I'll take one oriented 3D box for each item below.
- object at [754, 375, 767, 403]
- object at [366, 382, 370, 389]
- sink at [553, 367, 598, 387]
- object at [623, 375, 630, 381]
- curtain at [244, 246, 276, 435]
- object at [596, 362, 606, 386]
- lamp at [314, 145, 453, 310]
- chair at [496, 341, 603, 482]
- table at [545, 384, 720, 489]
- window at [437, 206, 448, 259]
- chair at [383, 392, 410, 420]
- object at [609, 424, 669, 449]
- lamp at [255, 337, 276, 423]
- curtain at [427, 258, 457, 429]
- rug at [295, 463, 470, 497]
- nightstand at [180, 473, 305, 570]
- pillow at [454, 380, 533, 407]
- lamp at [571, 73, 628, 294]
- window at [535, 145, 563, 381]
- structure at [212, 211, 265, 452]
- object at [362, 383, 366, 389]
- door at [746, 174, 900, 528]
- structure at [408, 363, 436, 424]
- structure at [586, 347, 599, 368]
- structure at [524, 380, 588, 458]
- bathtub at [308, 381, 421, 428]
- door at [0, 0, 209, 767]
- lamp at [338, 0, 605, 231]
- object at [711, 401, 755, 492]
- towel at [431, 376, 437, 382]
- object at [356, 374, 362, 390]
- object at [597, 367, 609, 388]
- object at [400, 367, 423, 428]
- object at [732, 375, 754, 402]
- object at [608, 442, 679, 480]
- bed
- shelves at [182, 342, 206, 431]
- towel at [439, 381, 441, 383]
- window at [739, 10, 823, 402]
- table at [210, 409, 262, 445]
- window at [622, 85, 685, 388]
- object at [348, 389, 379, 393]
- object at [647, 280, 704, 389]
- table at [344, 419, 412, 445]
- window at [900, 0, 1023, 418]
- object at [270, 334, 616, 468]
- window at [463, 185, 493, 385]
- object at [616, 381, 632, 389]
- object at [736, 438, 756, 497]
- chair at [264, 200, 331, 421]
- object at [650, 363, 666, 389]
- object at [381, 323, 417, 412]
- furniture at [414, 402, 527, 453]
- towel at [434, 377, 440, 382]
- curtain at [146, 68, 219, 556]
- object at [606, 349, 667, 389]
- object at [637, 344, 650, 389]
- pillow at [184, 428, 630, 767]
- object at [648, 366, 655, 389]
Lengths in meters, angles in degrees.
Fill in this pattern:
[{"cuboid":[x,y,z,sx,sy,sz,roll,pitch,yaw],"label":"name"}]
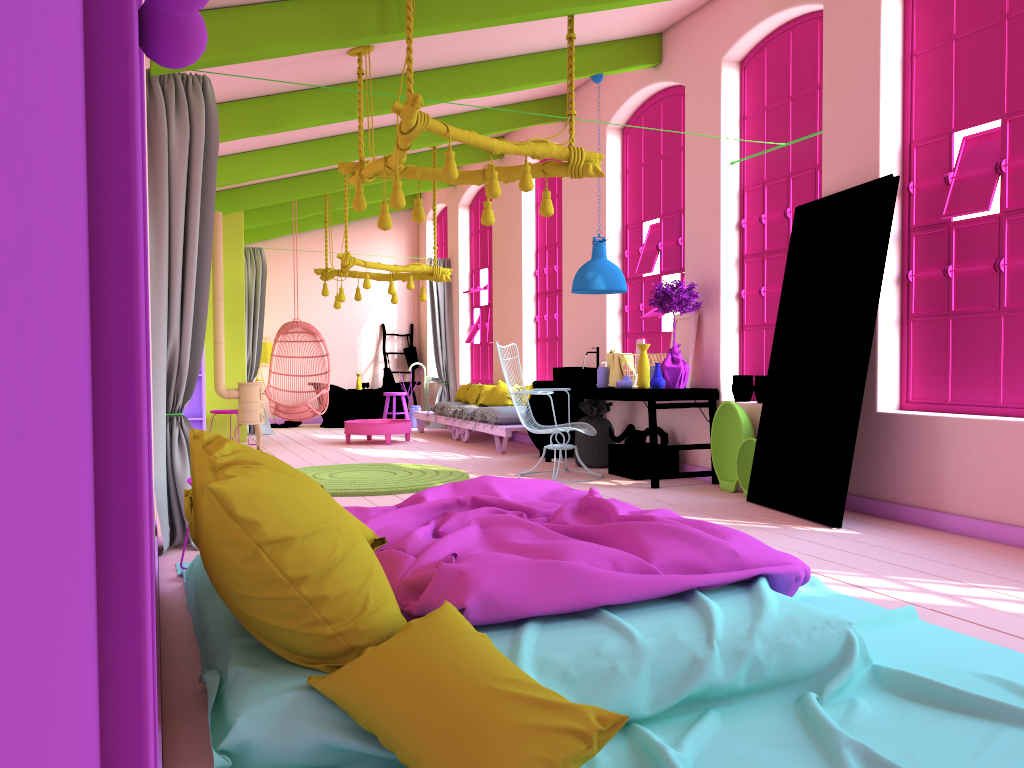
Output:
[{"cuboid":[2.042,0.043,7.143,0.182,0.223,0.182,-2,2,-39],"label":"object"},{"cuboid":[-2.403,0.060,14.774,0.069,0.170,0.069,0,2,-2],"label":"object"},{"cuboid":[0.655,-0.075,8.934,0.340,0.194,0.609,-1,2,-22],"label":"sink"},{"cuboid":[1.053,-0.019,8.154,0.065,0.118,0.065,1,2,27],"label":"object"},{"cuboid":[-3.829,-0.656,13.081,0.518,2.786,0.525,-2,3,-41],"label":"curtain"},{"cuboid":[0.935,-0.097,8.795,0.165,0.250,0.410,0,2,13],"label":"object"},{"cuboid":[-1.898,-2.092,11.492,1.610,2.265,1.775,-2,2,-40],"label":"lamp"},{"cuboid":[0.361,0.234,8.086,0.925,1.239,1.078,0,2,13],"label":"chair"},{"cuboid":[1.058,0.426,8.414,0.655,0.821,2.192,-1,2,-22],"label":"table"},{"cuboid":[-1.084,-1.534,15.126,0.072,3.048,1.274,-1,2,-22],"label":"window"},{"cuboid":[-1.842,0.426,13.854,0.446,0.593,0.472,1,2,37],"label":"chair"},{"cuboid":[1.177,0.607,8.278,0.672,0.448,0.300,1,2,44],"label":"object"},{"cuboid":[-4.227,-0.039,14.746,0.491,1.467,0.476,0,2,8],"label":"lamp"},{"cuboid":[-1.100,-0.643,14.173,0.518,2.786,0.525,0,2,-3],"label":"curtain"},{"cuboid":[-1.335,0.840,7.915,1.888,0.050,1.888,-1,2,-34],"label":"rug"},{"cuboid":[-1.383,0.712,4.645,0.596,0.459,0.596,0,2,16],"label":"nightstand"},{"cuboid":[-0.332,0.138,12.018,0.578,0.399,1.997,-1,2,-22],"label":"pillow"},{"cuboid":[0.805,-1.853,8.202,0.529,2.003,0.528,0,2,10],"label":"lamp"},{"cuboid":[0.549,-1.445,11.082,0.072,3.048,1.274,-1,2,-22],"label":"window"},{"cuboid":[-3.219,-0.597,10.524,0.577,2.815,0.403,-1,2,-5],"label":"structure"},{"cuboid":[-2.435,0.064,14.585,0.069,0.170,0.069,0,2,-2],"label":"object"},{"cuboid":[2.082,-0.212,6.070,0.450,2.212,1.153,-1,2,-12],"label":"door"},{"cuboid":[-1.512,0.163,15.150,0.451,1.062,0.254,0,2,22],"label":"structure"},{"cuboid":[0.817,-0.177,9.024,0.166,0.397,0.087,-1,2,-13],"label":"structure"},{"cuboid":[0.495,0.385,9.813,0.718,0.845,0.718,1,2,35],"label":"structure"},{"cuboid":[-2.446,0.331,14.800,1.889,0.740,0.826,-1,2,-22],"label":"bathtub"},{"cuboid":[-0.224,-0.244,0.495,0.108,2.591,1.676,-1,2,-22],"label":"door"},{"cuboid":[-0.513,-2.165,6.071,1.610,2.265,1.775,-2,2,-40],"label":"lamp"},{"cuboid":[1.821,0.498,7.141,0.218,0.734,0.450,-1,2,-22],"label":"object"},{"cuboid":[-1.282,-0.087,15.370,0.262,0.102,0.247,-1,2,-21],"label":"towel"},{"cuboid":[-2.540,-0.011,14.718,0.097,0.321,0.097,-1,2,-11],"label":"object"},{"cuboid":[0.870,-0.065,8.486,0.109,0.197,0.109,-1,2,-30],"label":"object"},{"cuboid":[-1.600,0.212,14.313,0.451,0.988,0.277,0,2,22],"label":"object"},{"cuboid":[1.931,0.037,7.419,0.182,0.223,0.182,-2,3,-44],"label":"object"},{"cuboid":[1.202,0.704,8.134,0.446,0.277,0.521,-1,2,-22],"label":"object"},{"cuboid":[0.167,0.707,3.606,2.802,0.514,3.575,-1,2,-22],"label":"bed"},{"cuboid":[-4.216,-0.693,9.322,1.841,3.105,0.384,-1,2,-22],"label":"shelves"},{"cuboid":[-1.083,-0.076,14.872,0.262,0.102,0.247,-1,2,-26],"label":"towel"},{"cuboid":[2.188,-1.355,7.023,0.072,3.048,1.274,-1,2,-22],"label":"window"},{"cuboid":[-3.548,0.561,11.336,0.596,0.459,0.596,0,2,16],"label":"table"},{"cuboid":[1.474,-1.386,8.804,0.492,3.005,1.497,-1,2,-22],"label":"window"},{"cuboid":[-2.478,0.120,14.781,0.360,0.068,1.323,-1,2,-22],"label":"object"},{"cuboid":[1.398,-0.433,7.667,0.502,0.951,0.441,1,2,28],"label":"object"},{"cuboid":[-1.761,0.630,11.679,0.885,0.285,0.885,0,1,4],"label":"table"},{"cuboid":[2.913,-1.307,5.260,0.214,3.011,1.513,-1,2,-22],"label":"window"},{"cuboid":[-1.621,-0.021,11.905,2.826,1.581,7.862,-1,2,-21],"label":"object"},{"cuboid":[-0.369,-1.486,13.357,0.551,3.011,1.513,-1,2,-22],"label":"window"},{"cuboid":[1.022,0.007,8.071,0.137,0.076,0.076,0,2,-2],"label":"object"},{"cuboid":[1.876,0.639,6.815,0.137,0.463,0.284,-2,2,-37],"label":"object"},{"cuboid":[-2.822,-1.074,11.573,0.860,3.131,0.806,0,2,-2],"label":"chair"},{"cuboid":[1.224,-0.067,7.454,0.132,0.219,0.132,-1,2,-5],"label":"object"},{"cuboid":[-1.988,-0.197,15.757,0.603,1.765,0.410,-1,2,-22],"label":"object"},{"cuboid":[-0.455,0.506,11.892,0.907,0.507,3.774,-1,2,-22],"label":"furniture"},{"cuboid":[-1.182,-0.082,15.122,0.247,0.102,0.262,-1,2,-31],"label":"towel"},{"cuboid":[-1.916,-0.461,5.126,0.518,2.786,0.525,-2,3,-41],"label":"curtain"},{"cuboid":[1.135,-0.147,8.399,0.444,0.369,0.633,-1,2,-22],"label":"object"},{"cuboid":[1.132,-0.152,7.628,0.116,0.383,0.116,1,3,42],"label":"object"},{"cuboid":[-0.747,0.565,2.955,0.848,0.822,2.616,-1,2,-32],"label":"pillow"},{"cuboid":[1.247,-0.059,7.752,0.109,0.197,0.109,0,2,15],"label":"object"}]
